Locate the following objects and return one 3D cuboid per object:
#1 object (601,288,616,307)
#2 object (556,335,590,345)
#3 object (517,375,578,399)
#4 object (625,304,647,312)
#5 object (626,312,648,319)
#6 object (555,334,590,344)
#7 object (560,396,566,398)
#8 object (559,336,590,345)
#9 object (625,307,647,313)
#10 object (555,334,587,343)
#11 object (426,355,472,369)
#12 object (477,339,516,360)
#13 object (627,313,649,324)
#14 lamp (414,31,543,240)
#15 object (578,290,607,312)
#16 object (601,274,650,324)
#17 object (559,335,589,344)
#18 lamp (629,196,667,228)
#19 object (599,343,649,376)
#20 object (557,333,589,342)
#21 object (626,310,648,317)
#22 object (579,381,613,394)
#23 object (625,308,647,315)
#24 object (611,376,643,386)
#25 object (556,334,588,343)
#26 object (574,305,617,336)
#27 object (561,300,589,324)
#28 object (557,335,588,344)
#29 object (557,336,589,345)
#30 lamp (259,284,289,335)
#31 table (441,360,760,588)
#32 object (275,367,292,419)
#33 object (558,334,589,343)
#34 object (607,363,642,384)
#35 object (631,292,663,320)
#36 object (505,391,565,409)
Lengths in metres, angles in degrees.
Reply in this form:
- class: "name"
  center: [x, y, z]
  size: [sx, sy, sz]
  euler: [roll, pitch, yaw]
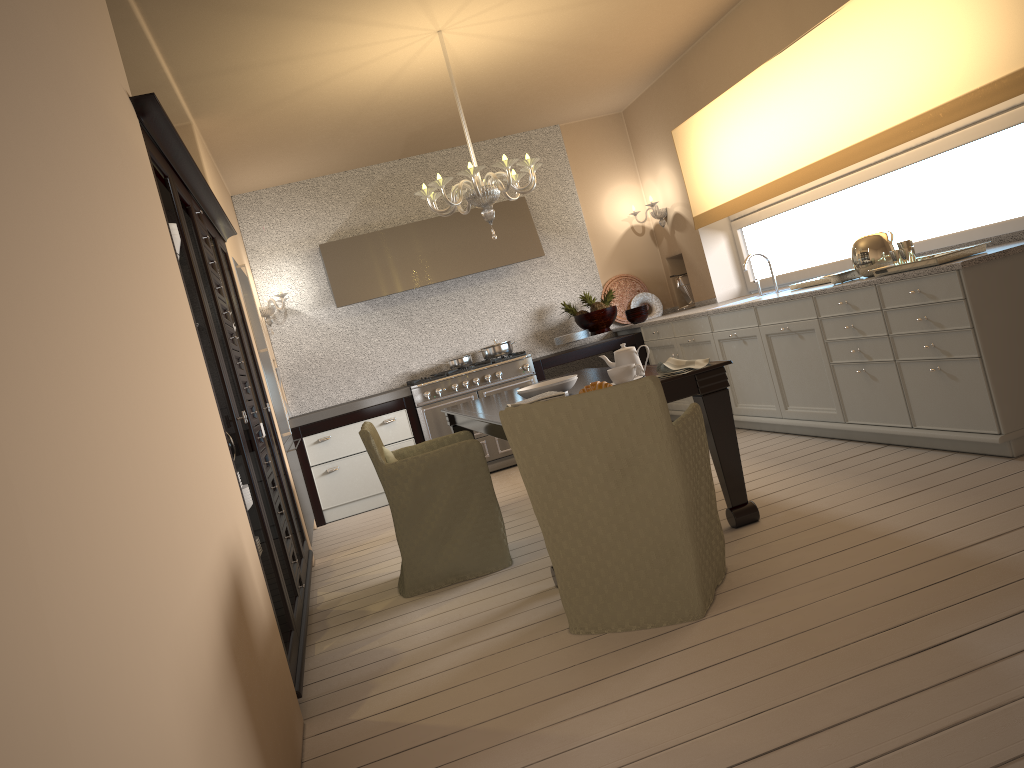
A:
- class: "object"
  center: [0.755, -0.630, 7.193]
  size: [0.276, 0.284, 0.138]
  euler: [-16, 2, -27]
- class: "object"
  center: [0.475, -0.338, 6.916]
  size: [0.279, 0.011, 0.277]
  euler: [-16, 3, -24]
- class: "object"
  center: [0.164, 0.027, 3.971]
  size: [0.282, 0.066, 0.281]
  euler: [-16, 3, -17]
- class: "object"
  center: [0.988, -0.576, 7.019]
  size: [0.180, 0.065, 0.180]
  euler: [-15, 3, -4]
- class: "object"
  center: [1.000, -0.522, 7.020]
  size: [0.181, 0.063, 0.179]
  euler: [-17, 3, -34]
- class: "object"
  center: [0.473, -0.346, 6.915]
  size: [0.279, 0.011, 0.277]
  euler: [-16, 3, -24]
- class: "object"
  center: [0.091, 0.093, 3.618]
  size: [0.231, 0.026, 0.165]
  euler: [-12, 4, 43]
- class: "object"
  center: [0.476, -0.333, 6.916]
  size: [0.279, 0.011, 0.277]
  euler: [-16, 3, -24]
- class: "object"
  center: [0.990, -0.562, 7.019]
  size: [0.180, 0.064, 0.180]
  euler: [-15, 3, -4]
- class: "object"
  center: [0.471, -0.355, 6.916]
  size: [0.279, 0.011, 0.277]
  euler: [-16, 3, -24]
- class: "object"
  center: [-0.480, -0.161, 7.016]
  size: [0.369, 0.090, 0.199]
  euler: [-13, 3, 30]
- class: "object"
  center: [-0.120, -0.288, 7.045]
  size: [0.264, 0.145, 0.267]
  euler: [-13, 3, 36]
- class: "object"
  center: [1.003, -0.510, 7.020]
  size: [0.181, 0.063, 0.179]
  euler: [-17, 3, -34]
- class: "lamp"
  center: [-0.232, -1.293, 4.586]
  size: [0.674, 1.127, 0.702]
  euler: [-15, 2, 7]
- class: "object"
  center: [0.643, -0.627, 7.070]
  size: [0.161, 0.278, 0.268]
  euler: [-16, 2, -30]
- class: "object"
  center: [0.968, -0.722, 7.531]
  size: [0.432, 0.430, 0.064]
  euler: [-15, 1, -12]
- class: "object"
  center: [0.474, -0.341, 6.916]
  size: [0.279, 0.011, 0.277]
  euler: [-16, 3, -24]
- class: "lamp"
  center: [1.167, -1.401, 7.304]
  size: [0.265, 0.266, 0.479]
  euler: [-16, 3, -13]
- class: "object"
  center: [0.488, -0.096, 3.789]
  size: [0.198, 0.156, 0.118]
  euler: [-15, 2, -6]
- class: "object"
  center: [0.469, -0.357, 6.916]
  size: [0.279, 0.011, 0.277]
  euler: [-16, 3, -24]
- class: "object"
  center: [0.996, -0.535, 7.019]
  size: [0.181, 0.063, 0.179]
  euler: [-17, 3, -34]
- class: "object"
  center: [0.323, 0.017, 3.426]
  size: [0.138, 0.051, 0.062]
  euler: [-15, 2, 7]
- class: "object"
  center: [0.990, -0.550, 7.019]
  size: [0.181, 0.066, 0.180]
  euler: [-16, 3, -19]
- class: "object"
  center: [0.463, -0.007, 3.633]
  size: [0.153, 0.012, 0.154]
  euler: [-13, 4, 39]
- class: "object"
  center: [0.471, -0.351, 6.916]
  size: [0.279, 0.011, 0.277]
  euler: [-16, 3, -24]
- class: "object"
  center: [0.690, -0.496, 7.111]
  size: [0.353, 0.188, 0.350]
  euler: [-16, 3, -29]
- class: "object"
  center: [0.519, -0.565, 7.163]
  size: [0.277, 0.284, 0.138]
  euler: [-14, 2, 34]
- class: "object"
  center: [0.473, -0.344, 6.916]
  size: [0.279, 0.011, 0.277]
  euler: [-16, 3, -24]
- class: "object"
  center: [0.476, -0.335, 6.915]
  size: [0.279, 0.011, 0.277]
  euler: [-16, 3, -24]
- class: "lamp"
  center: [-1.782, -0.548, 6.658]
  size: [0.269, 0.340, 0.479]
  euler: [-15, 2, -13]
- class: "table"
  center: [0.301, 0.343, 4.318]
  size: [0.920, 0.653, 1.989]
  euler: [-16, 3, -12]
- class: "object"
  center: [-1.785, 0.085, 6.686]
  size: [0.155, 0.394, 0.154]
  euler: [-16, 1, -23]
- class: "object"
  center: [0.472, -0.349, 6.916]
  size: [0.279, 0.011, 0.277]
  euler: [-16, 3, -24]
- class: "object"
  center: [0.459, -0.037, 3.634]
  size: [0.125, 0.069, 0.116]
  euler: [-16, 3, -18]
- class: "object"
  center: [1.137, -0.642, 7.489]
  size: [0.283, 0.272, 0.093]
  euler: [-15, 1, -10]
- class: "object"
  center: [0.092, 0.076, 3.654]
  size: [0.233, 0.051, 0.164]
  euler: [-16, 3, -12]
